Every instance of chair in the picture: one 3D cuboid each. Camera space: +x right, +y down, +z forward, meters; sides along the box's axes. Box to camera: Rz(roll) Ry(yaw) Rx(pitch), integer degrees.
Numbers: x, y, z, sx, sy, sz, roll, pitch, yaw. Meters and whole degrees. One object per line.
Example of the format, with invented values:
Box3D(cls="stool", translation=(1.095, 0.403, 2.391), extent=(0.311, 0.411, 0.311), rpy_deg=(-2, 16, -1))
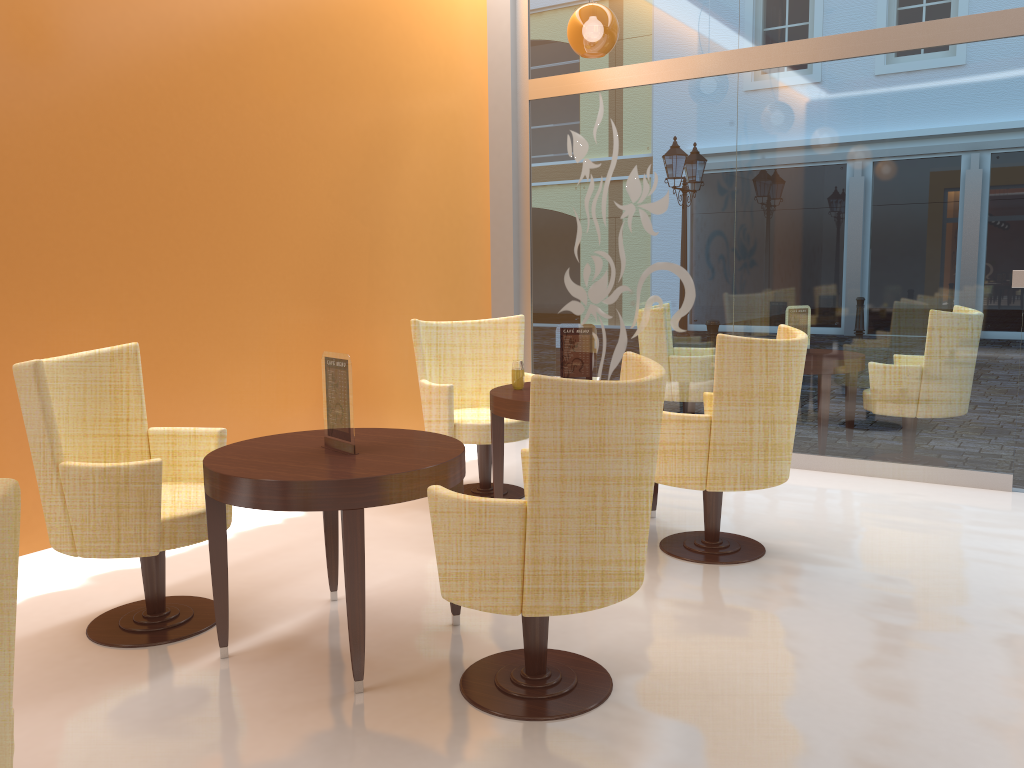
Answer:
Box3D(cls="chair", translation=(-1.007, 0.651, 1.108), extent=(0.729, 1.017, 0.685), rpy_deg=(-7, 10, -40))
Box3D(cls="chair", translation=(-1.382, 0.380, 3.254), extent=(0.685, 1.017, 0.729), rpy_deg=(-1, 7, 1))
Box3D(cls="chair", translation=(-0.187, 0.127, 5.112), extent=(0.729, 1.017, 0.685), rpy_deg=(-4, 8, -25))
Box3D(cls="chair", translation=(0.954, 0.255, 3.998), extent=(0.685, 1.017, 0.729), rpy_deg=(5, 9, 35))
Box3D(cls="chair", translation=(0.116, 0.433, 2.695), extent=(0.685, 1.017, 0.729), rpy_deg=(3, 8, 29))

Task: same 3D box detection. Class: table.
Box3D(cls="table", translation=(-0.592, 0.564, 3.077), extent=(0.874, 0.679, 0.872), rpy_deg=(-3, 8, -21))
Box3D(cls="table", translation=(0.328, 0.368, 4.507), extent=(0.874, 0.679, 0.872), rpy_deg=(-2, 7, -11))

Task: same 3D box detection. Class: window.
Box3D(cls="window", translation=(3.513, -1.077, 4.381), extent=(8.200, 3.380, 0.040), rpy_deg=(4, 9, 32))

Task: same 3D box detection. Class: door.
Box3D(cls="door", translation=(3.520, -0.582, 4.445), extent=(1.640, 2.499, 0.020), rpy_deg=(4, 9, 32))

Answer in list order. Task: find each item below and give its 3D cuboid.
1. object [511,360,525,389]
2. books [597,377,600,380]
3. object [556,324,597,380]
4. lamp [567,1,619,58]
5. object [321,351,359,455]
Box3D(cls="object", translation=(0.030, -0.047, 4.526), extent=(0.067, 0.148, 0.067), rpy_deg=(-5, 9, -33))
Box3D(cls="books", translation=(0.289, -0.010, 4.687), extent=(0.339, 0.028, 0.273), rpy_deg=(0, 7, 8))
Box3D(cls="object", translation=(0.322, -0.134, 4.443), extent=(0.209, 0.335, 0.042), rpy_deg=(1, 8, 15))
Box3D(cls="lamp", translation=(0.456, -2.632, 5.001), extent=(0.299, 1.500, 0.299), rpy_deg=(4, 9, 32))
Box3D(cls="object", translation=(-0.593, 0.060, 3.020), extent=(0.042, 0.335, 0.209), rpy_deg=(-7, 9, -39))
